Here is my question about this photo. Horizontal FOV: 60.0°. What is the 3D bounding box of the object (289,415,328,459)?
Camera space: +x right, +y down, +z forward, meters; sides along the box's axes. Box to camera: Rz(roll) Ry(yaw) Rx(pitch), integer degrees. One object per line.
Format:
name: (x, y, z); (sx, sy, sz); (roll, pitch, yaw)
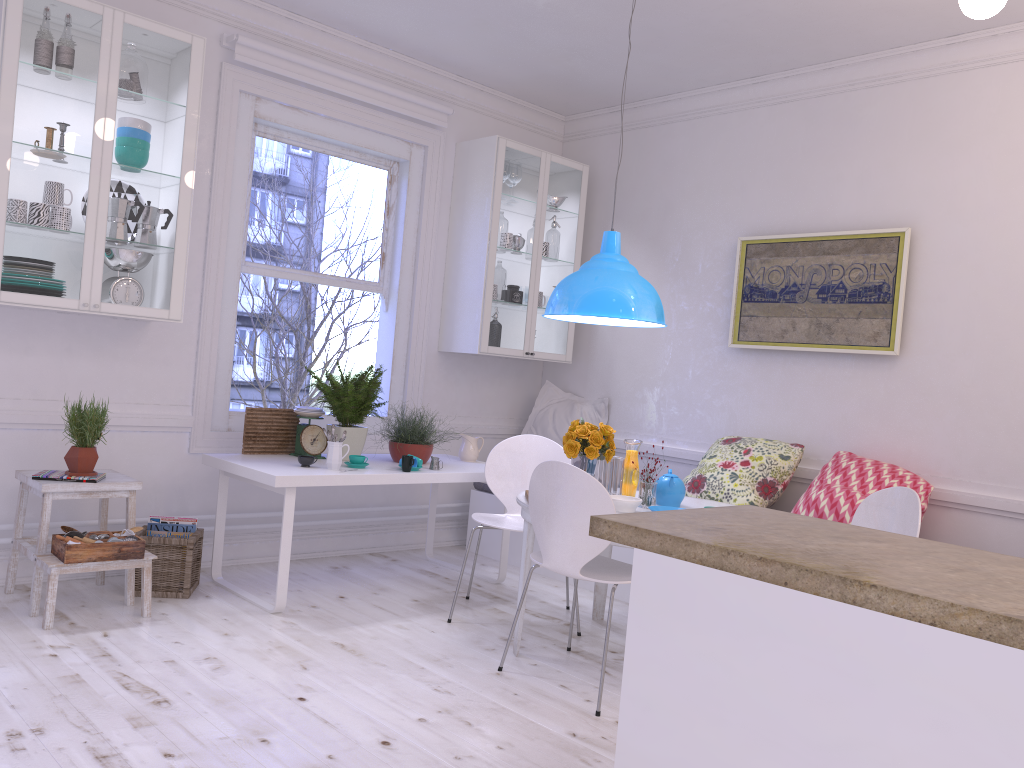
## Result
object: (-1.038, 0.272, 4.545); (0.159, 0.208, 0.185); (4, 1, -43)

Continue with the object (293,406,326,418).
object: (-1.038, 0.144, 4.548); (0.164, 0.047, 0.163); (5, 1, 6)

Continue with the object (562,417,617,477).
object: (0.322, 0.321, 3.789); (0.235, 0.351, 0.234); (5, 1, 12)

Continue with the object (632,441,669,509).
object: (0.591, 0.378, 3.733); (0.128, 0.287, 0.128); (4, 1, -41)

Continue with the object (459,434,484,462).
object: (-0.240, 0.363, 5.048); (0.115, 0.152, 0.127); (6, 1, 29)

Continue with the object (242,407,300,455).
object: (-1.223, 0.241, 4.517); (0.294, 0.237, 0.028); (4, 1, -43)

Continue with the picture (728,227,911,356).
picture: (1.596, -0.488, 4.707); (0.020, 0.629, 0.971); (4, 1, -43)

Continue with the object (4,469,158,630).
object: (-1.823, 0.669, 3.754); (0.418, 0.534, 0.599); (4, 1, -43)

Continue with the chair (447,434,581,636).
chair: (0.056, 0.676, 4.202); (0.604, 0.845, 0.483); (5, 1, 2)

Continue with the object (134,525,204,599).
object: (-1.600, 0.818, 4.098); (0.276, 0.270, 0.276); (5, 1, -10)

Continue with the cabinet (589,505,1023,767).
cabinet: (0.772, 0.774, 1.792); (0.654, 0.842, 1.167); (4, 1, -43)

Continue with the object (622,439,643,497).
object: (0.529, 0.380, 3.941); (0.094, 0.267, 0.116); (5, 1, -16)

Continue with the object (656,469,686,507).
object: (0.687, 0.452, 3.867); (0.156, 0.151, 0.150); (4, 1, -39)

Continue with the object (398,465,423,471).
object: (-0.503, 0.414, 4.384); (0.121, 0.021, 0.121); (5, 1, -3)

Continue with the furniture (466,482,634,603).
furniture: (1.083, 0.930, 4.623); (0.769, 0.508, 3.296); (4, 1, -43)

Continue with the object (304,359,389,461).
object: (-0.840, 0.127, 4.557); (0.438, 0.527, 0.368); (4, 1, -43)

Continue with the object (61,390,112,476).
object: (-1.799, 0.200, 3.761); (0.196, 0.367, 0.186); (5, 1, 2)

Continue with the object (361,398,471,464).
object: (-0.523, 0.252, 4.732); (0.668, 0.367, 0.531); (5, 1, -18)

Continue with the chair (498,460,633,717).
chair: (0.306, 0.710, 3.353); (0.483, 0.845, 0.604); (4, 1, -43)

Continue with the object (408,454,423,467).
object: (-0.490, 0.383, 4.404); (0.082, 0.059, 0.069); (5, 1, 25)

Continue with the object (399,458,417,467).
object: (-0.509, 0.388, 4.371); (0.080, 0.058, 0.069); (5, 1, 20)

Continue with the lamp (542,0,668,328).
lamp: (0.503, -1.251, 3.998); (0.568, 1.948, 0.568); (5, 1, -9)

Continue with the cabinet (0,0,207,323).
cabinet: (-1.875, -0.968, 3.917); (0.823, 1.311, 0.425); (4, 1, -43)

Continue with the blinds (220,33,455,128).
blinds: (-0.911, -1.664, 4.951); (1.451, 0.131, 0.136); (4, 1, -43)

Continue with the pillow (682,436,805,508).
pillow: (1.210, 0.504, 4.743); (0.509, 0.447, 0.592); (4, 1, -38)

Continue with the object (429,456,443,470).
object: (-0.385, 0.400, 4.492); (0.066, 0.067, 0.052); (4, 1, -42)

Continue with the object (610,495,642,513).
object: (0.450, 0.485, 3.579); (0.147, 0.052, 0.147); (5, 1, -1)

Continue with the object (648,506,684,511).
object: (0.643, 0.517, 3.556); (0.196, 0.023, 0.196); (6, 1, 34)

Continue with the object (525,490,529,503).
object: (0.176, 0.475, 3.601); (0.224, 0.024, 0.347); (5, 1, -3)

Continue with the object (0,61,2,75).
object: (-1.890, -0.969, 3.932); (0.811, 0.651, 0.376); (4, 1, -43)

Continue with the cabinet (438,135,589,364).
cabinet: (0.034, -0.822, 5.705); (0.823, 1.311, 0.425); (4, 1, -43)

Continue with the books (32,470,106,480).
books: (-1.860, 0.383, 3.735); (0.246, 0.007, 0.180); (5, 1, -13)

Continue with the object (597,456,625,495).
object: (0.431, 0.412, 3.888); (0.101, 0.186, 0.122); (5, 1, -13)

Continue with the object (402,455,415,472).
object: (-0.506, 0.387, 4.291); (0.055, 0.077, 0.070); (5, 1, -17)

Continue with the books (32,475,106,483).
books: (-1.861, 0.392, 3.736); (0.246, 0.011, 0.180); (5, 1, -13)

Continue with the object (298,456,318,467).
object: (-0.961, 0.363, 4.144); (0.082, 0.048, 0.079); (5, 1, 7)

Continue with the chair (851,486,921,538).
chair: (1.233, 0.793, 3.353); (0.483, 0.845, 0.604); (5, 1, -8)

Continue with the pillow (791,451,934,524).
pillow: (1.671, 0.557, 4.241); (0.491, 0.424, 0.587); (4, 1, -40)

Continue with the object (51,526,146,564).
object: (-1.668, 0.644, 3.613); (0.358, 0.110, 0.211); (4, 1, -41)

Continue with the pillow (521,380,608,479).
pillow: (0.328, 0.304, 5.863); (0.677, 0.642, 0.374); (5, 1, 17)

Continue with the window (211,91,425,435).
window: (-1.125, -0.612, 5.111); (1.234, 1.782, 0.181); (4, 1, -43)

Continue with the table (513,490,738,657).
table: (0.557, 0.835, 3.730); (1.140, 0.629, 1.140); (5, 1, -14)

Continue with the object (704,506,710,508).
object: (0.808, 0.517, 3.535); (0.088, 0.043, 0.088); (5, 1, -36)

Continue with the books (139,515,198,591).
books: (-1.599, 0.784, 4.111); (0.221, 0.306, 0.205); (5, 1, -10)

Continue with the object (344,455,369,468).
object: (-0.751, 0.376, 4.297); (0.121, 0.055, 0.121); (5, 1, -3)

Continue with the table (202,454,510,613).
table: (-0.727, 0.713, 4.551); (1.514, 0.619, 0.736); (4, 1, -43)
